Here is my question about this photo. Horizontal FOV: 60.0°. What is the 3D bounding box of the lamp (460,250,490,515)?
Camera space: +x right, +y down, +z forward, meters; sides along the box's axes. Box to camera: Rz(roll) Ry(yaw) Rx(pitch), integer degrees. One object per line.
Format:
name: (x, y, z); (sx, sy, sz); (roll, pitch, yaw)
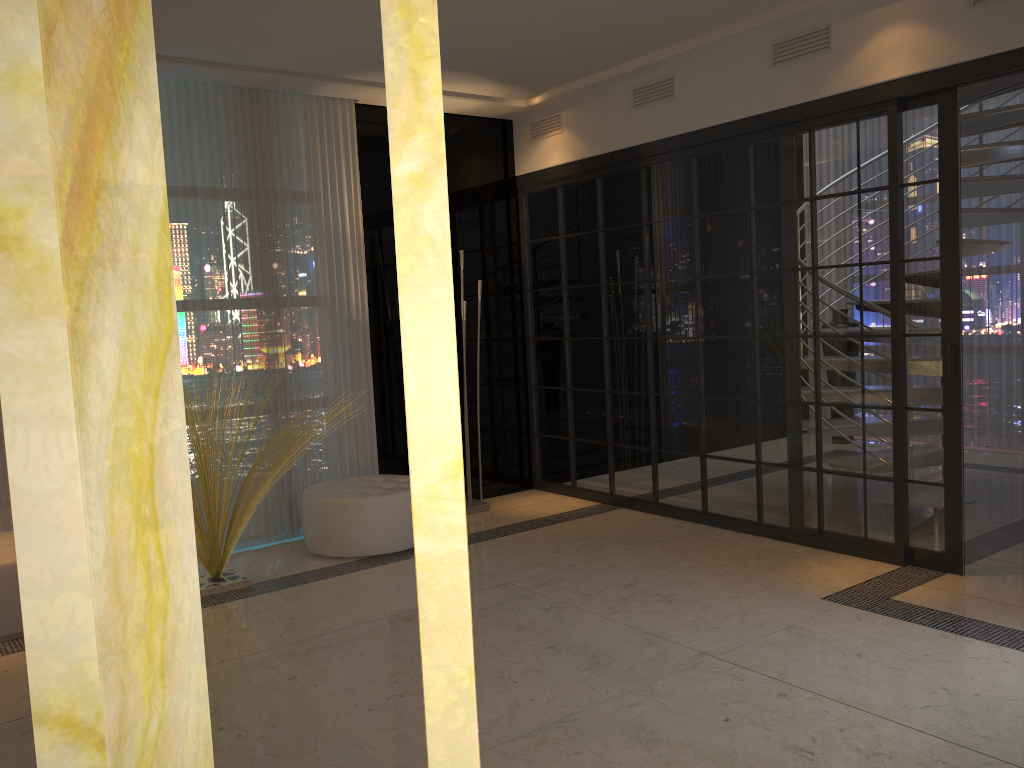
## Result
lamp: (-0.366, -0.057, 5.725); (0.418, 1.801, 0.200); (-6, 6, -36)

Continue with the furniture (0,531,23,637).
furniture: (-2.388, 0.908, 4.068); (0.735, 0.357, 0.735); (-6, 6, -34)

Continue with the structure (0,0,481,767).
structure: (-0.883, -0.006, 0.833); (2.180, 2.555, 0.448); (-6, 6, -36)

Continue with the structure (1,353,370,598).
structure: (-1.421, 0.449, 4.259); (1.282, 1.142, 1.275); (-2, 5, 10)

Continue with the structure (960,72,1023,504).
structure: (2.120, -1.372, 5.895); (1.964, 4.134, 3.425); (-6, 6, -36)

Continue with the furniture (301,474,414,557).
furniture: (-0.834, 0.742, 5.106); (0.735, 0.357, 0.735); (-1, 5, 25)
